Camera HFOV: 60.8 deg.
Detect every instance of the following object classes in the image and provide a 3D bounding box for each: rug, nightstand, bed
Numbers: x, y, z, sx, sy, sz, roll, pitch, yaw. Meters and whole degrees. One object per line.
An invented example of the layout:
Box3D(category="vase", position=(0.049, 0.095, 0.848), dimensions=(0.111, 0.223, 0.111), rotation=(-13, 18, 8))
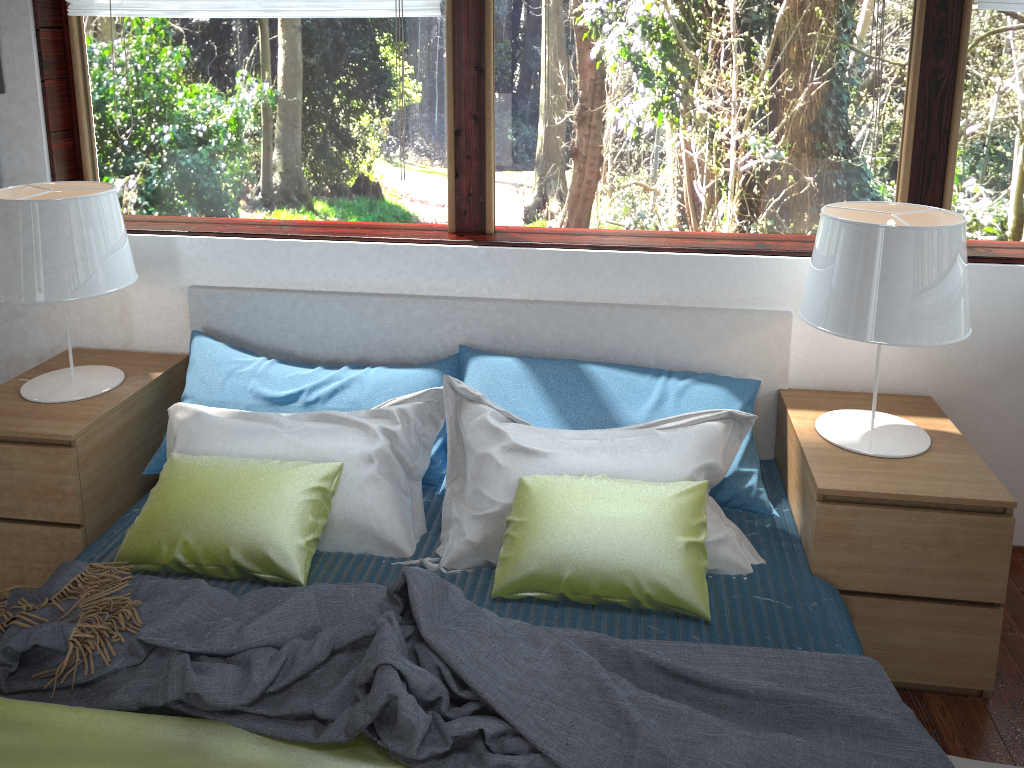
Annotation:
Box3D(category="rug", position=(-0.291, 1.084, 1.152), dimensions=(2.713, 0.047, 1.888), rotation=(3, 22, 8))
Box3D(category="nightstand", position=(0.956, 0.392, 2.316), dimensions=(0.428, 0.519, 0.637), rotation=(2, 18, 8))
Box3D(category="bed", position=(-0.233, 0.572, 1.552), dimensions=(2.140, 0.737, 2.700), rotation=(3, 21, 9))
Box3D(category="nightstand", position=(-1.309, 0.262, 2.640), dimensions=(0.428, 0.519, 0.637), rotation=(2, 18, 8))

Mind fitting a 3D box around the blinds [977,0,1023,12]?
Box3D(category="blinds", position=(1.870, -1.216, 2.284), dimensions=(1.178, 0.488, 0.055), rotation=(3, 13, 8))

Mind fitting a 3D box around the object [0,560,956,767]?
Box3D(category="object", position=(-0.218, 0.587, 1.577), dimensions=(2.134, 0.390, 0.657), rotation=(7, 20, 17))

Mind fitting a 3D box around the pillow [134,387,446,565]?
Box3D(category="pillow", position=(-0.591, 0.212, 2.294), dimensions=(0.872, 0.344, 0.495), rotation=(1, 18, 3))

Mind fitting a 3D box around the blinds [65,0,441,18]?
Box3D(category="blinds", position=(-0.817, -1.374, 2.668), dimensions=(1.236, 0.477, 0.056), rotation=(3, 13, 8))

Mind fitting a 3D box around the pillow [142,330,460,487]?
Box3D(category="pillow", position=(-0.592, 0.060, 2.594), dimensions=(0.912, 0.316, 0.363), rotation=(2, 18, 6))

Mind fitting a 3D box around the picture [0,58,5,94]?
Box3D(category="picture", position=(-1.925, -1.105, 2.765), dimensions=(0.626, 0.349, 0.043), rotation=(3, 13, 8))

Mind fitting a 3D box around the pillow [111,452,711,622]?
Box3D(category="pillow", position=(-0.232, 0.323, 2.053), dimensions=(1.379, 0.211, 0.326), rotation=(3, 19, 8))

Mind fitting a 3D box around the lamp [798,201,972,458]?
Box3D(category="lamp", position=(0.940, -0.148, 2.221), dimensions=(0.406, 0.565, 0.424), rotation=(0, 16, 0))

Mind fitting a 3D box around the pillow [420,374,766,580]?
Box3D(category="pillow", position=(0.213, 0.226, 2.160), dimensions=(0.852, 0.376, 0.377), rotation=(1, 17, 3))

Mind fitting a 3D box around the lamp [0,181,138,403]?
Box3D(category="lamp", position=(-1.307, -0.276, 2.543), dimensions=(0.406, 0.565, 0.424), rotation=(2, 16, 5))

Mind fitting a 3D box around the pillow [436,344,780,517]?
Box3D(category="pillow", position=(0.263, 0.114, 2.472), dimensions=(0.921, 0.306, 0.384), rotation=(2, 18, 6))

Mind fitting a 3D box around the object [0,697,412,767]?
Box3D(category="object", position=(-0.302, 0.810, 1.406), dimensions=(2.105, 0.430, 0.514), rotation=(2, 18, 4))
